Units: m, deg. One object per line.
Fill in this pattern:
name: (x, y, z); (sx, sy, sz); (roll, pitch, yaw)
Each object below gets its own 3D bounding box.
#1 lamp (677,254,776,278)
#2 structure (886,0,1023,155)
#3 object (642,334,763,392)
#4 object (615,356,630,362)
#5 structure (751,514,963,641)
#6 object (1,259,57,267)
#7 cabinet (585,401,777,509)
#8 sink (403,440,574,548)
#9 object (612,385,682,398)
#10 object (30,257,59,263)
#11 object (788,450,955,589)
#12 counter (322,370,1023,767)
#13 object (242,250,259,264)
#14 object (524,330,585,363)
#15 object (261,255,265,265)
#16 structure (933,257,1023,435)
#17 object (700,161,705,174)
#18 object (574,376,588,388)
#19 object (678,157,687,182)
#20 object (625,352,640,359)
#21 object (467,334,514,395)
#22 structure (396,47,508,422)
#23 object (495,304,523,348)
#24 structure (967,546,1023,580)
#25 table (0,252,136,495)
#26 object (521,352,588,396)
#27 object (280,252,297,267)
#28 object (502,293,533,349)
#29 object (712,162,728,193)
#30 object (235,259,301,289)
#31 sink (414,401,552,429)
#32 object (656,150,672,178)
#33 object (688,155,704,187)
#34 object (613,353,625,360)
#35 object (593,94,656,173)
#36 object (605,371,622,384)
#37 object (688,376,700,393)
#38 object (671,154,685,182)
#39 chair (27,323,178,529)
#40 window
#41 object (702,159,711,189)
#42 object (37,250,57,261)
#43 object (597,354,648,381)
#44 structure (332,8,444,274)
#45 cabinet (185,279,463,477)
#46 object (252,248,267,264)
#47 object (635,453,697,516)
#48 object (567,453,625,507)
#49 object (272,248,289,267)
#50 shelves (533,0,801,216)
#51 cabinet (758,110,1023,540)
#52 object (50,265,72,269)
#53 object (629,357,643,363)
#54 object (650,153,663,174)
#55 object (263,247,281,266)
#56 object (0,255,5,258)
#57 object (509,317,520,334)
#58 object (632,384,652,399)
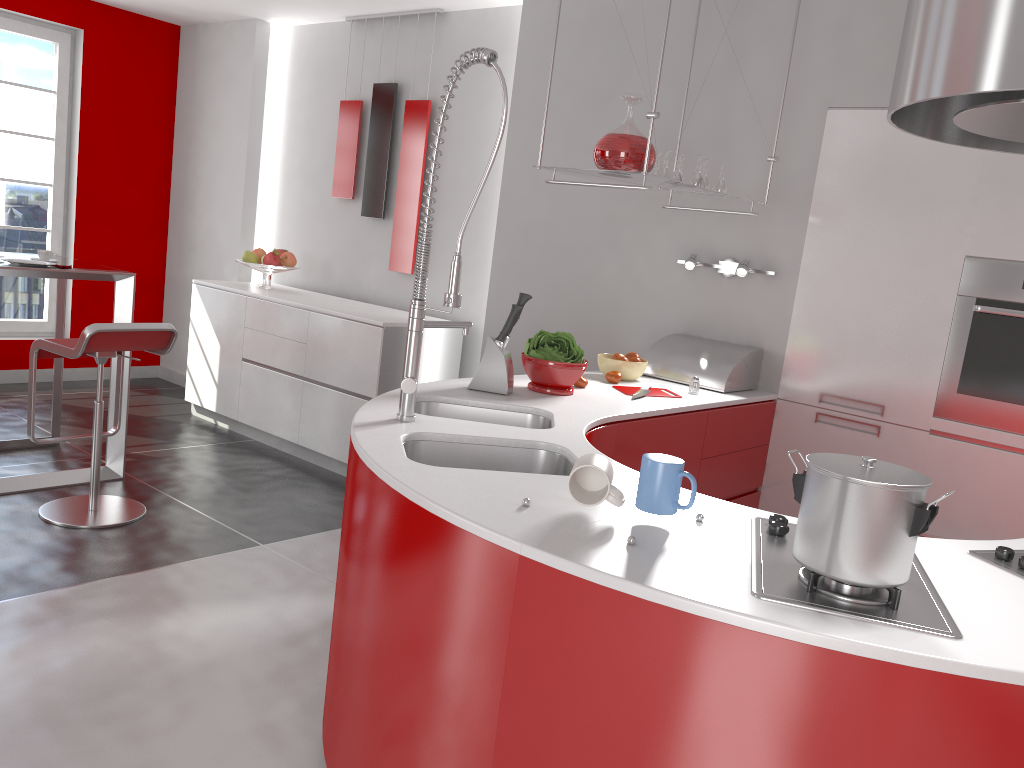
lamp: (0.879, -0.493, 3.727); (0.454, 0.081, 0.155); (14, 12, 38)
structure: (0.993, -0.861, 1.323); (0.644, 0.958, 0.644); (8, 9, 5)
object: (0.788, -0.095, 3.714); (0.400, 0.170, 0.300); (14, 12, 38)
object: (0.433, -0.085, 3.494); (0.066, 0.049, 0.062); (-1, 12, -42)
structure: (0.569, 0.303, 1.527); (0.303, 0.037, 0.457); (9, 9, 14)
object: (-2.129, -0.532, 3.911); (0.217, 0.015, 0.217); (5, 9, -15)
cabinet: (0.619, 0.544, 2.772); (1.025, 0.761, 1.875); (6, 9, -6)
sink: (-0.058, 0.263, 2.073); (0.428, 0.172, 0.326); (5, 9, -12)
object: (0.497, 0.029, 3.271); (0.266, 0.006, 0.168); (3, 10, -24)
object: (-2.180, -0.574, 4.136); (0.119, 0.016, 0.119); (2, 11, -31)
object: (0.554, 0.206, 1.415); (0.218, 0.185, 0.189); (7, 9, 1)
counter: (0.411, 0.579, 2.596); (1.868, 0.880, 2.865); (4, 10, -17)
object: (-1.627, -0.786, 5.523); (0.100, 0.086, 0.083); (7, 9, -2)
object: (0.139, -0.085, 3.006); (0.198, 0.182, 0.193); (-2, 13, -45)
object: (-1.546, -0.778, 5.625); (0.086, 0.079, 0.084); (3, 10, -23)
structure: (1.818, -0.111, 3.051); (0.599, 0.589, 0.050); (14, 12, 38)
object: (0.753, -0.817, 3.542); (0.060, 0.141, 0.060); (14, 12, 38)
object: (0.243, -0.013, 3.196); (0.063, 0.048, 0.064); (10, 10, 17)
object: (0.663, -0.823, 3.510); (0.060, 0.141, 0.060); (10, 9, 16)
object: (0.485, -0.099, 3.591); (0.066, 0.058, 0.055); (11, 10, 24)
object: (-0.062, -0.068, 2.872); (0.137, 0.178, 0.091); (9, 9, 12)
structure: (-0.153, -0.350, 2.216); (0.178, 0.920, 0.308); (6, 9, -7)
object: (-0.043, -0.120, 2.831); (0.130, 0.279, 0.012); (9, 9, 10)
structure: (1.098, 0.363, 1.569); (0.303, 0.037, 0.457); (4, 10, -21)
table: (-2.668, -0.068, 3.826); (0.800, 1.000, 1.700); (14, 12, 38)
object: (0.138, -0.033, 3.022); (0.228, 0.118, 0.229); (9, 9, 10)
object: (-1.408, -0.785, 5.607); (0.097, 0.101, 0.121); (10, 10, 17)
object: (-0.026, -0.138, 2.853); (0.150, 0.322, 0.014); (9, 9, 10)
object: (0.824, -0.800, 3.497); (0.060, 0.141, 0.060); (14, 12, 38)
object: (-1.550, -0.684, 5.614); (0.398, 0.159, 0.398); (7, 9, -2)
sink: (-0.099, 0.181, 2.551); (0.428, 0.172, 0.326); (7, 9, 0)
object: (0.575, -0.807, 3.342); (0.060, 0.141, 0.060); (14, 12, 38)
object: (0.703, -0.794, 3.362); (0.060, 0.141, 0.060); (14, 12, 38)
object: (0.434, -0.095, 3.558); (0.062, 0.052, 0.065); (11, 10, 23)
object: (0.391, -0.839, 3.007); (0.213, 0.266, 0.213); (3, 10, -23)
object: (0.391, -0.025, 3.405); (0.063, 0.047, 0.065); (14, 12, 38)
object: (0.700, 0.003, 3.399); (0.043, 0.066, 0.042); (0, 11, -37)
object: (0.638, -0.811, 3.420); (0.060, 0.141, 0.060); (14, 12, 38)
chair: (-1.733, 0.136, 3.740); (0.460, 0.857, 0.418); (13, 11, 34)
window: (-3.408, -1.348, 5.798); (0.117, 2.038, 0.938); (14, 12, 38)
object: (0.747, -0.803, 3.452); (0.060, 0.141, 0.060); (14, 12, 38)
object: (-2.172, -0.598, 4.138); (0.062, 0.049, 0.078); (14, 12, 38)
object: (0.437, -0.062, 3.544); (0.201, 0.086, 0.201); (15, 12, 39)
structure: (-0.802, -1.464, 5.380); (0.820, 1.503, 0.040); (14, 12, 38)
cabinet: (-1.198, -0.070, 5.363); (1.802, 0.880, 0.610); (14, 12, 38)
object: (-1.615, -0.816, 5.667); (0.096, 0.105, 0.117); (4, 10, -22)
object: (0.294, 0.192, 1.679); (0.109, 0.100, 0.080); (9, 9, 12)
object: (0.165, 0.183, 1.684); (0.109, 0.080, 0.100); (9, 9, 9)
object: (-1.496, -0.818, 5.694); (0.117, 0.129, 0.150); (7, 9, -4)
shelves: (0.602, -1.177, 3.189); (0.462, 1.023, 0.934); (14, 12, 38)
cabinet: (2.222, 0.134, 3.139); (2.398, 2.026, 0.614); (14, 12, 38)
object: (-2.036, -0.535, 4.013); (0.234, 0.012, 0.095); (14, 12, 38)
object: (0.489, -0.084, 3.530); (0.062, 0.049, 0.066); (14, 11, 35)
object: (0.559, -0.826, 3.452); (0.060, 0.141, 0.060); (10, 9, 16)
object: (-1.498, -0.788, 5.511); (0.117, 0.133, 0.097); (12, 10, 28)
object: (-2.385, -0.571, 3.952); (0.217, 0.015, 0.217); (5, 9, -14)
object: (-0.030, -0.129, 2.883); (0.091, 0.197, 0.009); (9, 9, 10)
object: (0.477, 0.028, 3.217); (0.041, 0.008, 0.375); (10, 9, 16)
